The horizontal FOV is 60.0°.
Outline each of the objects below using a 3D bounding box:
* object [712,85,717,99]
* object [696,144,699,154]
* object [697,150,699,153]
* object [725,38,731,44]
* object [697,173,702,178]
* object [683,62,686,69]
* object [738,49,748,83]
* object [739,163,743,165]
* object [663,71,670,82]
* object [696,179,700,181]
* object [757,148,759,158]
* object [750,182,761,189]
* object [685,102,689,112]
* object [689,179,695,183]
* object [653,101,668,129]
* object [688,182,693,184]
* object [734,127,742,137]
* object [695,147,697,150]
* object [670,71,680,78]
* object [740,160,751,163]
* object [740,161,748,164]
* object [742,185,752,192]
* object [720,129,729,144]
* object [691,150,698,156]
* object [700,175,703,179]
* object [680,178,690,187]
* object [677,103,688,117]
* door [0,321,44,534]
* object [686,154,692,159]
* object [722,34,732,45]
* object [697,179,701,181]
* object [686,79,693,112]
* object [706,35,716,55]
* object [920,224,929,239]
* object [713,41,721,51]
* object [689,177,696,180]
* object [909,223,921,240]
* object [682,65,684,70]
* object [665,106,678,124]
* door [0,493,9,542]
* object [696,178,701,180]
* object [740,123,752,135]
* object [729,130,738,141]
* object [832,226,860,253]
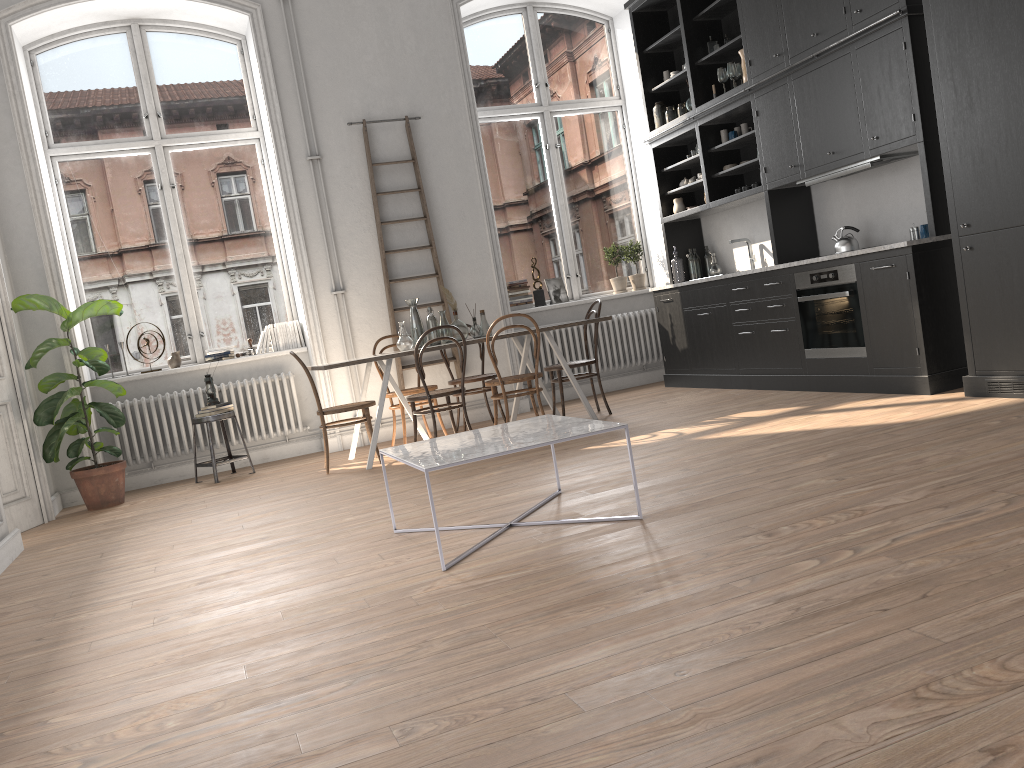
[{"bbox_3d":[1.706,-2.441,7.462,0.123,0.161,0.123,-10,5,-11],"label":"object"},{"bbox_3d":[1.669,-2.074,7.871,0.060,0.107,0.060,-9,5,8],"label":"object"},{"bbox_3d":[1.671,-2.039,7.804,0.072,0.047,0.071,-8,5,18],"label":"object"},{"bbox_3d":[1.797,-2.811,7.360,0.044,0.121,0.058,-9,5,8],"label":"object"},{"bbox_3d":[1.689,-1.861,7.957,0.039,0.055,0.049,-9,4,1],"label":"object"},{"bbox_3d":[1.565,-2.854,7.793,0.132,0.219,0.132,-5,6,45],"label":"object"},{"bbox_3d":[1.832,-2.476,6.923,0.094,0.267,0.116,-8,5,22],"label":"object"},{"bbox_3d":[1.982,-1.840,7.464,0.132,0.038,0.132,-7,5,28],"label":"object"},{"bbox_3d":[1.437,-2.820,8.206,0.059,0.135,0.081,-9,5,8],"label":"object"},{"bbox_3d":[1.695,-1.830,7.953,0.085,0.016,0.085,-9,4,12],"label":"object"},{"bbox_3d":[1.979,-1.841,7.085,0.058,0.094,0.058,-8,5,20],"label":"object"},{"bbox_3d":[1.971,-1.595,7.128,0.104,0.059,0.088,-10,4,-11],"label":"object"},{"bbox_3d":[1.615,-2.480,8.111,0.092,0.185,0.092,-6,6,36],"label":"object"},{"bbox_3d":[1.648,-1.848,8.101,0.056,0.033,0.058,-5,6,45],"label":"object"},{"bbox_3d":[1.380,-2.479,8.191,0.118,0.238,0.118,-13,5,-34],"label":"object"},{"bbox_3d":[1.651,-1.834,8.103,0.085,0.017,0.085,-11,5,-24],"label":"object"},{"bbox_3d":[1.911,-2.104,7.519,0.082,0.135,0.059,-9,5,8],"label":"object"},{"bbox_3d":[1.689,-2.088,8.011,0.060,0.107,0.060,-6,6,38],"label":"object"},{"bbox_3d":[1.499,-2.804,8.114,0.096,0.095,0.096,-8,5,15],"label":"object"},{"bbox_3d":[1.980,-1.856,7.463,0.112,0.036,0.112,-8,5,23],"label":"object"},{"bbox_3d":[1.981,-1.848,7.464,0.123,0.036,0.124,-12,5,-32],"label":"object"},{"bbox_3d":[1.918,-1.592,7.216,0.088,0.059,0.104,-13,6,-41],"label":"object"},{"bbox_3d":[1.815,-2.089,7.542,0.059,0.135,0.081,-6,6,38],"label":"object"},{"bbox_3d":[1.636,-2.054,7.937,0.064,0.069,0.064,-7,5,28],"label":"object"},{"bbox_3d":[1.695,-1.832,7.891,0.049,0.054,0.039,-9,5,6],"label":"object"},{"bbox_3d":[1.619,-1.870,8.257,0.140,0.100,0.125,-13,5,-38],"label":"object"},{"bbox_3d":[1.539,-2.445,7.989,0.096,0.150,0.096,-12,5,-31],"label":"object"},{"bbox_3d":[-3.608,-0.347,5.705,0.216,2.816,1.096,-9,5,5],"label":"door"},{"bbox_3d":[1.615,-2.045,8.018,0.072,0.047,0.071,-8,5,18],"label":"object"},{"bbox_3d":[1.814,-2.849,7.463,0.065,0.177,0.084,-9,5,3],"label":"object"},{"bbox_3d":[1.696,-1.824,7.954,0.085,0.015,0.085,-12,5,-33],"label":"object"},{"bbox_3d":[1.552,-2.529,7.657,0.134,0.358,0.134,-7,5,25],"label":"object"},{"bbox_3d":[1.688,-2.841,7.482,0.084,0.199,0.065,-9,5,3],"label":"object"},{"bbox_3d":[2.718,-1.002,5.829,0.140,0.094,0.082,-12,5,-29],"label":"object"},{"bbox_3d":[1.715,-2.801,7.398,0.053,0.125,0.040,-6,6,37],"label":"object"},{"bbox_3d":[1.645,-1.867,8.099,0.055,0.047,0.058,-10,4,-5],"label":"object"},{"bbox_3d":[2.698,-1.018,5.943,0.040,0.116,0.080,-11,5,-14],"label":"object"},{"bbox_3d":[1.587,-2.835,8.066,0.059,0.135,0.081,-9,5,3],"label":"object"},{"bbox_3d":[1.453,-2.440,8.066,0.114,0.155,0.114,-11,5,-16],"label":"object"},{"bbox_3d":[-3.058,-0.363,4.667,0.216,2.816,1.096,-11,5,-18],"label":"door"},{"bbox_3d":[1.693,-1.837,7.954,0.085,0.016,0.085,-8,4,21],"label":"object"},{"bbox_3d":[1.952,-2.101,7.386,0.059,0.135,0.082,-13,6,-36],"label":"object"},{"bbox_3d":[1.854,-2.066,7.433,0.082,0.094,0.140,-6,5,36],"label":"object"},{"bbox_3d":[2.408,-1.046,6.401,0.171,0.186,0.171,-10,4,-8],"label":"object"}]
